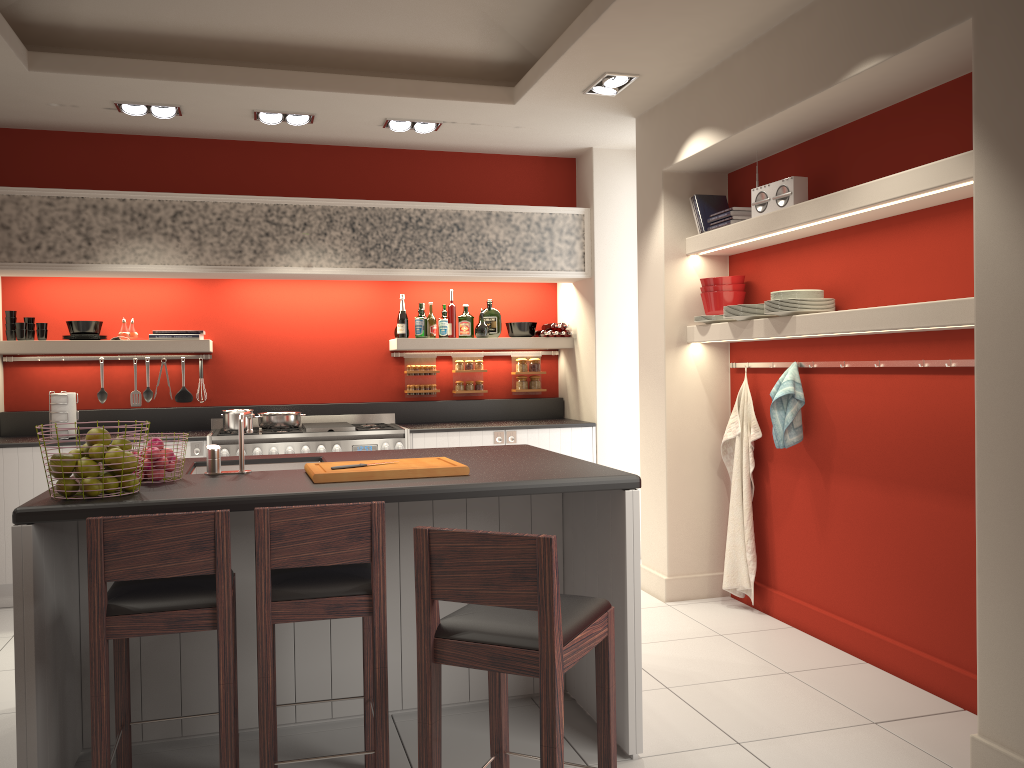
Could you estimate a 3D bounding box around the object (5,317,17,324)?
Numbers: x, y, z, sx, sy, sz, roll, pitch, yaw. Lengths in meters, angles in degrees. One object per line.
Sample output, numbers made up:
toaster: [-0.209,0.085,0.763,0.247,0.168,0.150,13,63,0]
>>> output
object: [-3.385,-0.411,5.993,0.070,0.076,0.070,-2,1,-45]

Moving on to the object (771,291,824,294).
object: [1.430,-0.450,4.447,0.255,0.015,0.255,-2,1,-35]

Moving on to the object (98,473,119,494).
object: [-1.324,0.325,2.905,0.068,0.068,0.068,-1,1,-5]

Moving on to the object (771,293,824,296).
object: [1.430,-0.441,4.447,0.255,0.015,0.255,-2,1,-35]

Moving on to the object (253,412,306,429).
object: [-1.652,0.257,6.303,0.309,0.105,0.309,-1,1,12]

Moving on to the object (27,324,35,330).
object: [-3.277,-0.370,6.024,0.070,0.076,0.070,-2,1,-45]

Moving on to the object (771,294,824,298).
object: [1.430,-0.431,4.447,0.255,0.015,0.255,-2,1,-35]

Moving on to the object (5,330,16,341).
object: [-3.384,-0.323,5.994,0.070,0.076,0.070,-2,1,-45]

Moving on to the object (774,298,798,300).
object: [1.430,-0.416,4.448,0.255,0.015,0.255,-2,1,-35]

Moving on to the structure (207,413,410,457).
structure: [-1.405,0.784,6.163,1.322,1.085,0.778,-1,1,-16]

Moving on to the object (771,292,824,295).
object: [1.430,-0.446,4.447,0.255,0.015,0.255,-2,1,-35]

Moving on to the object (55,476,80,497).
object: [-1.424,0.328,2.841,0.068,0.068,0.068,-1,1,-5]

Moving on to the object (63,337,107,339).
object: [-2.935,-0.307,6.095,0.280,0.016,0.280,-1,1,-17]

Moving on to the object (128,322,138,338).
object: [-2.651,-0.369,6.193,0.077,0.134,0.076,-1,1,-32]

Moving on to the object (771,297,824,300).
object: [1.430,-0.421,4.448,0.255,0.015,0.255,-2,1,-35]

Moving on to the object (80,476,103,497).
object: [-1.338,0.327,2.823,0.068,0.068,0.068,-1,1,-5]

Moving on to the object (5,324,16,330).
object: [-3.384,-0.367,5.993,0.070,0.076,0.070,-2,1,-45]

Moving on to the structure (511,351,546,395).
structure: [0.132,-0.087,7.046,0.256,0.347,0.130,-1,1,-16]

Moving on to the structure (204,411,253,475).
structure: [-1.124,0.238,3.525,0.183,0.249,0.224,-1,1,-16]

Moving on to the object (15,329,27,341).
object: [-3.247,-0.323,5.871,0.070,0.076,0.070,-2,1,-45]

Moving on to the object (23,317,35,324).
object: [-3.278,-0.414,6.023,0.070,0.076,0.070,-2,1,-45]

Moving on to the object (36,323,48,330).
object: [-3.153,-0.370,5.949,0.070,0.076,0.070,-2,1,-45]

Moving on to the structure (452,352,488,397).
structure: [-0.330,-0.077,6.914,0.256,0.347,0.130,-1,1,-16]

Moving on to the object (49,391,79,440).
object: [-2.873,0.198,5.675,0.163,0.304,0.168,-1,1,13]

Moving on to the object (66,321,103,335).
object: [-2.936,-0.375,6.094,0.232,0.108,0.232,0,1,25]

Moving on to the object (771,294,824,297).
object: [1.430,-0.436,4.447,0.255,0.015,0.255,-2,1,-35]

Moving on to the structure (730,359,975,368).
structure: [1.634,-0.096,4.296,0.063,0.034,2.223,-1,1,-16]

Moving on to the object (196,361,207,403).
object: [-2.247,-0.026,6.416,0.069,0.328,0.069,-2,1,-39]

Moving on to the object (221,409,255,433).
object: [-1.828,0.249,5.916,0.201,0.148,0.201,-1,1,-23]

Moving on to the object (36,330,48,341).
object: [-3.153,-0.326,5.950,0.070,0.076,0.070,-2,1,-45]

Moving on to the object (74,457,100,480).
object: [-1.372,0.274,2.865,0.076,0.077,0.076,0,1,39]

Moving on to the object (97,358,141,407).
object: [-2.774,-0.012,6.261,0.287,0.351,0.022,-1,1,-15]

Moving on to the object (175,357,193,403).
object: [-2.369,-0.029,6.400,0.123,0.331,0.040,-1,1,-16]

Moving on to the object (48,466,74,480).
object: [-1.468,0.275,2.889,0.076,0.077,0.076,0,1,39]

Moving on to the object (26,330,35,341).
object: [-3.277,-0.326,6.025,0.070,0.076,0.070,-2,1,-45]

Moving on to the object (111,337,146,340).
object: [-2.660,-0.312,6.150,0.160,0.027,0.183,-1,1,13]

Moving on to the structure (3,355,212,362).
structure: [-2.835,-0.183,6.269,1.355,0.034,0.054,-1,1,-16]

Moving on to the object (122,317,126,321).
object: [-2.672,-0.442,6.105,0.024,0.031,0.023,0,1,26]

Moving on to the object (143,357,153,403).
object: [-2.593,-0.029,6.315,0.067,0.323,0.022,-1,1,-17]

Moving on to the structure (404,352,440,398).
structure: [-0.693,-0.070,6.810,0.256,0.347,0.130,-1,1,-16]

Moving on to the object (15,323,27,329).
object: [-3.248,-0.367,5.870,0.070,0.076,0.070,-2,1,-45]

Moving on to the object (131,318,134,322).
object: [-2.651,-0.443,6.193,0.026,0.032,0.023,-2,1,-33]

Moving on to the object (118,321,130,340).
object: [-2.670,-0.367,6.106,0.076,0.131,0.076,0,1,26]

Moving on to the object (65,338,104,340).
object: [-2.934,-0.301,6.095,0.280,0.016,0.280,-1,1,-17]

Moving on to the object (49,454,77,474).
object: [-1.434,0.254,2.832,0.077,0.068,0.076,-1,1,-23]

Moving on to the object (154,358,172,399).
object: [-2.499,-0.035,6.344,0.124,0.297,0.009,-1,1,-16]

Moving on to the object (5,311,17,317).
object: [-3.386,-0.455,5.992,0.070,0.076,0.070,-2,1,-45]
